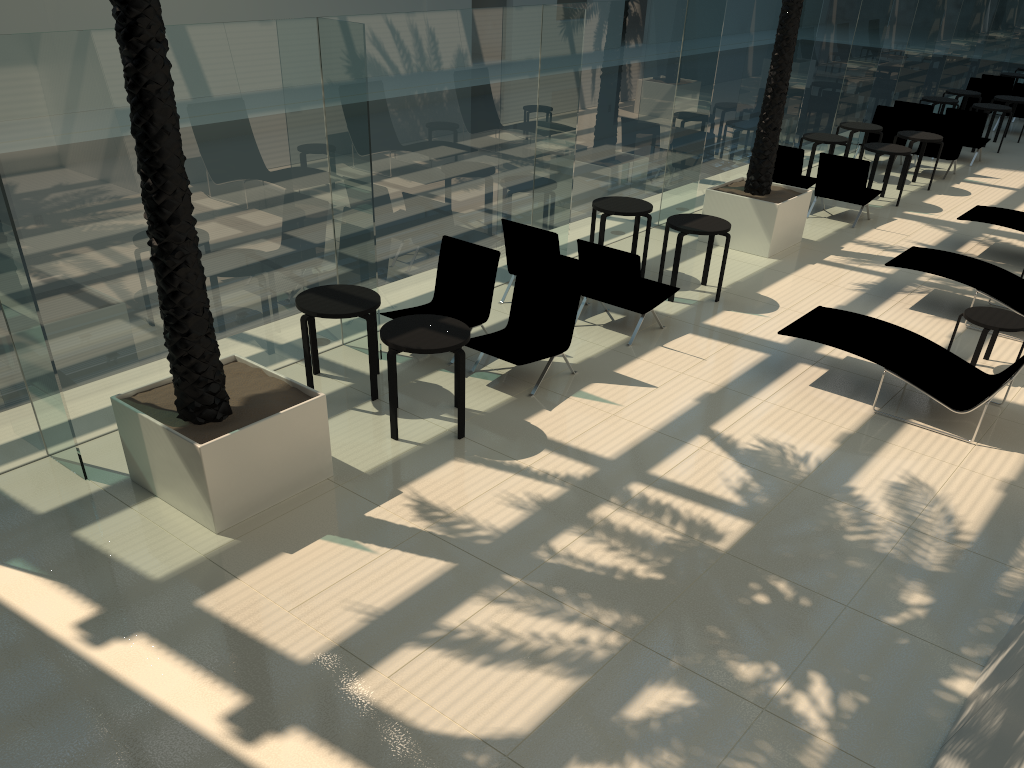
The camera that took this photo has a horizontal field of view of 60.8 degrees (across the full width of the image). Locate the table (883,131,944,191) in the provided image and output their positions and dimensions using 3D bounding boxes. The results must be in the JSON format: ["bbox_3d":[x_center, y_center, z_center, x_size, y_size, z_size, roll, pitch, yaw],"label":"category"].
[{"bbox_3d":[6.489,-3.610,14.111,0.679,0.842,0.626,-2,31,-8],"label":"table"}]

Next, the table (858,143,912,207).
[{"bbox_3d":[5.574,-3.160,13.187,0.678,0.842,0.627,-5,32,-12],"label":"table"}]

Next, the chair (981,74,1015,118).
[{"bbox_3d":[11.169,-6.644,20.082,0.692,0.958,0.847,25,37,32],"label":"chair"}]

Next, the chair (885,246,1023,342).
[{"bbox_3d":[5.111,-1.263,9.139,1.970,1.248,0.879,22,36,31],"label":"chair"}]

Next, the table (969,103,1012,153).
[{"bbox_3d":[9.133,-4.934,16.826,0.678,0.842,0.627,-5,32,-12],"label":"table"}]

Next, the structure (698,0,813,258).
[{"bbox_3d":[3.147,-5.032,9.348,4.703,7.565,4.205,20,35,26],"label":"structure"}]

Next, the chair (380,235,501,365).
[{"bbox_3d":[-0.666,-0.757,8.001,0.692,0.958,0.847,25,37,32],"label":"chair"}]

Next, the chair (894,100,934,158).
[{"bbox_3d":[7.580,-4.855,16.412,0.692,0.958,0.847,25,37,32],"label":"chair"}]

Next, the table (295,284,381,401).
[{"bbox_3d":[-1.420,-0.335,7.274,0.680,0.842,0.625,0,31,-4],"label":"table"}]

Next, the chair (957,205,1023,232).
[{"bbox_3d":[6.744,-2.077,10.808,1.970,1.248,0.879,22,36,31],"label":"chair"}]

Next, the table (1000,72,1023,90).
[{"bbox_3d":[11.963,-7.010,20.967,0.678,0.842,0.627,-5,32,-12],"label":"table"}]

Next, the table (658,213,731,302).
[{"bbox_3d":[1.977,-1.367,9.509,0.678,0.842,0.627,-5,32,-12],"label":"table"}]

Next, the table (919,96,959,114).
[{"bbox_3d":[8.381,-5.225,17.305,0.678,0.842,0.627,-5,32,-12],"label":"table"}]

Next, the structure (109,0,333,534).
[{"bbox_3d":[-2.043,-2.464,4.075,4.422,7.565,4.470,11,32,14],"label":"structure"}]

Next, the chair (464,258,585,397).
[{"bbox_3d":[0.058,-0.476,7.540,0.692,0.958,0.847,25,37,32],"label":"chair"}]

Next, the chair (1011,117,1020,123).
[{"bbox_3d":[11.892,-6.364,19.621,0.692,0.958,0.847,25,37,32],"label":"chair"}]

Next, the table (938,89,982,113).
[{"bbox_3d":[9.319,-5.686,18.252,0.679,0.842,0.626,-2,31,-8],"label":"table"}]

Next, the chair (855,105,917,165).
[{"bbox_3d":[6.491,-4.323,15.318,0.692,0.958,0.847,25,37,32],"label":"chair"}]

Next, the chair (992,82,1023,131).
[{"bbox_3d":[10.796,-5.827,18.519,0.692,0.958,0.847,25,37,32],"label":"chair"}]

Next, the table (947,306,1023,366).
[{"bbox_3d":[4.450,-0.379,8.173,0.553,0.558,0.510,-2,31,-8],"label":"table"}]

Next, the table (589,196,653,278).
[{"bbox_3d":[1.224,-1.659,9.989,0.678,0.842,0.627,-5,32,-12],"label":"table"}]

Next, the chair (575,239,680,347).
[{"bbox_3d":[1.147,-1.009,8.635,0.692,0.958,0.847,25,37,32],"label":"chair"}]

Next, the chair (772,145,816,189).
[{"bbox_3d":[4.036,-3.089,12.789,0.692,0.958,0.847,25,37,32],"label":"chair"}]

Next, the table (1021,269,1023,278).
[{"bbox_3d":[6.134,-1.218,9.894,0.553,0.558,0.510,-2,31,-8],"label":"table"}]

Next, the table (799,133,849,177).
[{"bbox_3d":[4.821,-3.451,13.666,0.678,0.842,0.627,-5,32,-12],"label":"table"}]

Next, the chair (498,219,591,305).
[{"bbox_3d":[0.423,-1.289,9.096,0.692,0.958,0.847,25,37,32],"label":"chair"}]

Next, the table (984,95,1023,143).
[{"bbox_3d":[10.071,-5.395,17.773,0.679,0.842,0.626,-2,31,-8],"label":"table"}]

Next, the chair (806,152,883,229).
[{"bbox_3d":[4.759,-2.809,12.328,0.692,0.958,0.847,25,37,32],"label":"chair"}]

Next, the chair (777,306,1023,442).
[{"bbox_3d":[3.428,-0.424,7.418,1.970,1.248,0.879,22,36,31],"label":"chair"}]

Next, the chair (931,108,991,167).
[{"bbox_3d":[8.303,-4.575,15.951,0.692,0.958,0.847,25,37,32],"label":"chair"}]

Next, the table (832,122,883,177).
[{"bbox_3d":[5.737,-3.901,14.590,0.679,0.842,0.626,-2,31,-8],"label":"table"}]

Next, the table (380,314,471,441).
[{"bbox_3d":[-0.668,-0.043,6.794,0.680,0.842,0.625,0,31,-4],"label":"table"}]

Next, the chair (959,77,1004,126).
[{"bbox_3d":[10.073,-6.108,18.979,0.692,0.958,0.847,25,37,32],"label":"chair"}]

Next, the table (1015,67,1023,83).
[{"bbox_3d":[12.996,-7.519,22.012,0.679,0.842,0.626,-2,31,-8],"label":"table"}]

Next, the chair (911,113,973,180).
[{"bbox_3d":[7.214,-4.043,14.857,0.692,0.958,0.847,25,37,32],"label":"chair"}]
